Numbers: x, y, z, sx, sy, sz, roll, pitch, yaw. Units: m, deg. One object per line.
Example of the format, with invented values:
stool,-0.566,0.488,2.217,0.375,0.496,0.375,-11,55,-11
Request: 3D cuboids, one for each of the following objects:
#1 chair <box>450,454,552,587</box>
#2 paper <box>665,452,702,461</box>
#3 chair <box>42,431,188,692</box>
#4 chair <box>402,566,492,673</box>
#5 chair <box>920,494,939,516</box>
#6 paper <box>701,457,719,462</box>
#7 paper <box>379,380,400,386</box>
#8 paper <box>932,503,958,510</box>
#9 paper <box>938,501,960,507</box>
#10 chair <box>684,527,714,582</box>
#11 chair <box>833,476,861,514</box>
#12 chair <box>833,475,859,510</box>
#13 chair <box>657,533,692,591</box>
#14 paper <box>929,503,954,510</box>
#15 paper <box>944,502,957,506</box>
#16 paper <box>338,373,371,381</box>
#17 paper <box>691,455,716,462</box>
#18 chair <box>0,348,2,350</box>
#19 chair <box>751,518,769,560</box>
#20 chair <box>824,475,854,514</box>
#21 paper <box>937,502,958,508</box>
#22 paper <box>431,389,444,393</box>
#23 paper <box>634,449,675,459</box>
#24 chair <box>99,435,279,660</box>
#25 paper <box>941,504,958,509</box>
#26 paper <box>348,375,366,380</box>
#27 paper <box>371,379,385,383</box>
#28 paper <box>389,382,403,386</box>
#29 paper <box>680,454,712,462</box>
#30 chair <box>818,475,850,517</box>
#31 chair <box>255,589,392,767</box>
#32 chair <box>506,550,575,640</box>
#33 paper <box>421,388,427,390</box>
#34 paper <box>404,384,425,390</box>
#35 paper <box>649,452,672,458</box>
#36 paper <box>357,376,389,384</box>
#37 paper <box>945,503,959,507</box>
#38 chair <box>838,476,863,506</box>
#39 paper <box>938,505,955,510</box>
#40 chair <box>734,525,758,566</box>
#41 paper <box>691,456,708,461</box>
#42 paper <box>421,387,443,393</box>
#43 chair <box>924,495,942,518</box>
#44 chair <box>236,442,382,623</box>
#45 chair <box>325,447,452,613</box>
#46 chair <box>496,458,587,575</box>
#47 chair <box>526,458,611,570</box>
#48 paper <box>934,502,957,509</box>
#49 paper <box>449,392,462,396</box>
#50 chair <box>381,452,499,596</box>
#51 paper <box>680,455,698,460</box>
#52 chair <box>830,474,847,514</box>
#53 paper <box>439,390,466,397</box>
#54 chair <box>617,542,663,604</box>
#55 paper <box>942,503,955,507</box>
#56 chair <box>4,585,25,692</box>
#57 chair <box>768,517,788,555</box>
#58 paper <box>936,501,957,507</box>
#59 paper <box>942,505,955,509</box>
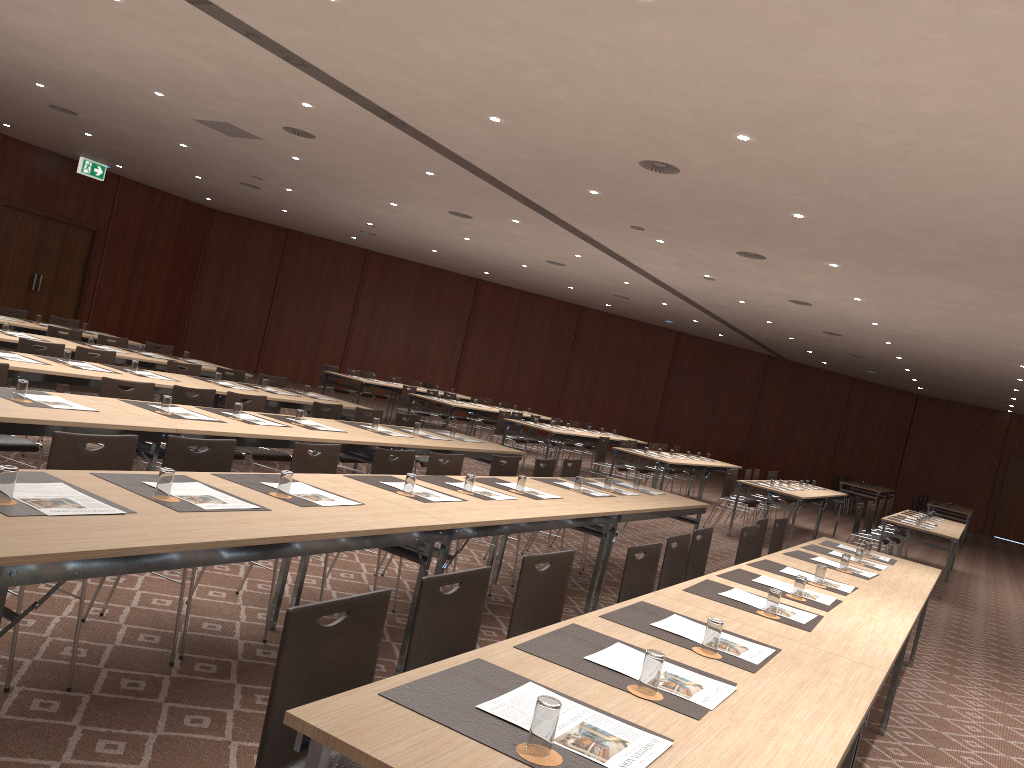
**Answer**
chair,-0.011,1.077,7.207,0.613,0.940,0.536,14,1,30
paper,3.120,1.317,16.106,0.565,0.003,0.460,14,1,27
chair,-1.778,0.708,3.828,0.613,0.940,0.536,14,1,26
chair,-0.140,1.105,2.835,0.613,0.940,0.536,14,1,28
chair,11.226,3.486,24.005,0.613,0.940,0.536,14,1,29
paper,3.856,1.471,17.256,0.397,0.006,0.284,14,1,28
paper,-2.418,-0.008,18.139,0.565,0.003,0.460,14,1,29
paper,10.615,2.999,21.734,0.565,0.003,0.461,14,1,29
paper,11.955,3.278,24.305,0.565,0.003,0.460,14,1,26
chair,1.234,1.392,5.466,0.613,0.940,0.536,14,1,28
chair,9.245,3.018,24.298,0.613,0.940,0.536,14,1,27
chair,9.474,3.063,24.964,0.613,0.940,0.536,14,1,26
chair,0.980,1.340,4.920,0.613,0.940,0.536,14,1,28
paper,10.269,2.925,21.156,0.565,0.003,0.461,14,1,29
paper,12.067,3.300,24.326,0.397,0.006,0.284,14,1,26
paper,-3.021,-0.134,17.008,0.565,0.003,0.460,14,1,27
paper,3.750,1.450,17.255,0.565,0.003,0.461,14,1,29
chair,-6.809,-0.569,11.146,0.613,0.940,0.536,14,1,30
chair,2.016,1.556,6.921,0.613,0.940,0.536,14,1,26
chair,8.712,2.904,23.453,0.613,0.940,0.536,14,1,29
paper,11.351,3.152,23.173,0.565,0.003,0.460,14,1,28
paper,-1.581,0.165,19.569,0.397,0.006,0.284,14,1,25
paper,2.369,1.160,14.699,0.565,0.003,0.461,14,1,29
chair,-1.521,0.761,4.394,0.613,0.940,0.536,14,1,30
paper,11.011,3.080,22.323,0.397,0.006,0.284,14,1,30
paper,-2.953,-0.122,16.992,0.397,0.006,0.284,14,1,29
paper,-2.666,-0.062,17.570,0.397,0.006,0.284,14,1,27
paper,-2.354,0.003,18.148,0.397,0.006,0.284,14,1,32
paper,3.467,1.391,16.669,0.565,0.003,0.461,14,1,32
chair,8.154,2.789,22.267,0.613,0.940,0.536,14,1,31
chair,-0.405,1.051,2.253,0.613,0.940,0.536,14,1,27
chair,0.185,1.172,3.512,0.613,0.940,0.536,14,1,32
paper,-1.882,0.103,18.973,0.397,0.006,0.284,14,1,29
paper,-1.989,0.082,18.967,0.565,0.003,0.461,14,1,31
paper,2.449,1.175,14.713,0.397,0.006,0.284,14,1,27
paper,-2.757,-0.080,17.562,0.565,0.003,0.461,14,1,32
paper,11.757,3.235,23.760,0.397,0.006,0.284,14,1,29
chair,9.791,3.130,25.464,0.613,0.940,0.536,14,1,26
paper,10.368,2.944,21.181,0.397,0.006,0.284,14,1,31
chair,1.720,1.496,6.212,0.613,0.940,0.536,14,1,29
paper,3.539,1.404,16.684,0.397,0.006,0.284,14,1,31
paper,-1.659,0.151,19.544,0.565,0.003,0.461,14,1,29
chair,11.535,3.553,24.431,0.613,0.940,0.536,14,1,31
chair,-1.113,0.845,5.226,0.613,0.940,0.536,14,1,26
chair,-0.741,0.924,5.847,0.613,0.940,0.536,14,1,31
chair,0.340,1.152,7.774,0.613,0.940,0.536,14,1,27
chair,0.624,1.209,8.462,0.613,0.940,0.536,14,1,28
paper,10.912,3.061,22.316,0.565,0.003,0.461,14,1,30
paper,-1.279,0.228,20.130,0.397,0.006,0.284,14,1,30
chair,-0.433,0.990,6.333,0.613,0.940,0.536,14,1,31
paper,3.216,1.335,16.130,0.397,0.006,0.284,14,1,28
chair,8.392,2.836,22.950,0.613,0.940,0.536,14,1,26
paper,-1.354,0.215,20.099,0.565,0.003,0.461,14,1,29
chair,0.691,1.280,4.296,0.613,0.940,0.536,14,1,31
paper,11.443,3.170,23.168,0.397,0.006,0.284,14,1,28
chair,-2.178,0.622,3.243,0.613,0.940,0.536,14,1,26
chair,2.297,1.616,7.374,0.613,0.940,0.536,14,1,30
paper,11.644,3.213,23.741,0.565,0.003,0.460,14,1,27
paper,10.692,3.013,21.730,0.397,0.006,0.284,14,1,28
